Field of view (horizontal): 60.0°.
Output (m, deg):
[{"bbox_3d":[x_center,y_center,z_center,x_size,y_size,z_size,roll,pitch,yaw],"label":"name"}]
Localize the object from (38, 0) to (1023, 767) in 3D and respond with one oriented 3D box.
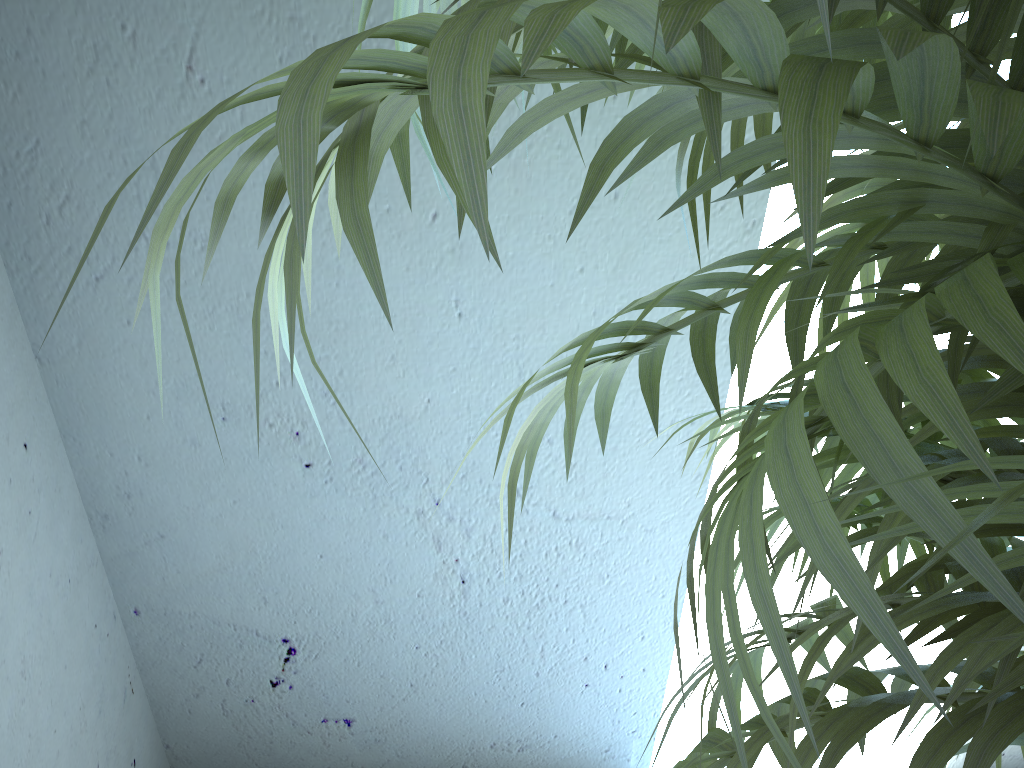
[{"bbox_3d":[0.330,-0.125,0.309,0.980,2.034,1.020,2,-2,-44],"label":"object"}]
